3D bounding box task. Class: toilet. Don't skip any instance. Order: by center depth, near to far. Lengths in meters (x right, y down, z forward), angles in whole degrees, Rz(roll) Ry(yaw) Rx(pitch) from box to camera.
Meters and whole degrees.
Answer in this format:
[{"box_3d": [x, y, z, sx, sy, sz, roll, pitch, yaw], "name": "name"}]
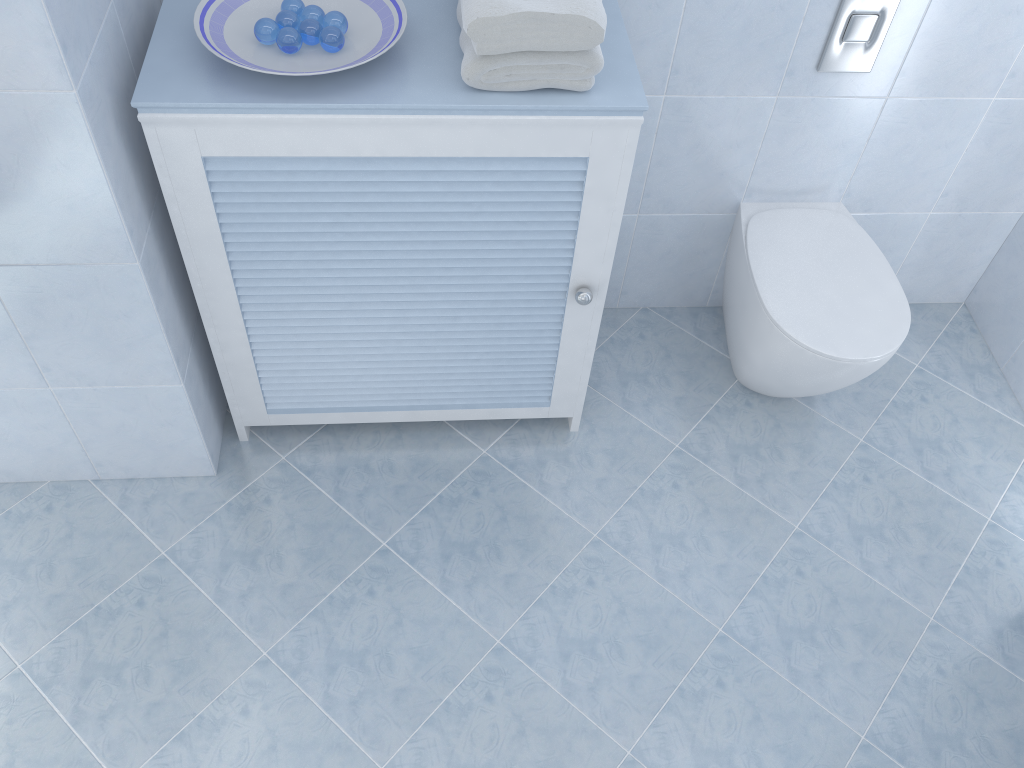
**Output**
[{"box_3d": [0.699, -0.135, 2.173, 0.337, 0.388, 0.519, -1, 52, -6], "name": "toilet"}]

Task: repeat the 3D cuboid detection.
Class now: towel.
[{"box_3d": [0.028, -0.656, 1.451, 0.227, 0.086, 0.324, -2, 52, -6], "name": "towel"}, {"box_3d": [0.020, -0.623, 1.515, 0.226, 0.083, 0.324, -2, 52, -6], "name": "towel"}]

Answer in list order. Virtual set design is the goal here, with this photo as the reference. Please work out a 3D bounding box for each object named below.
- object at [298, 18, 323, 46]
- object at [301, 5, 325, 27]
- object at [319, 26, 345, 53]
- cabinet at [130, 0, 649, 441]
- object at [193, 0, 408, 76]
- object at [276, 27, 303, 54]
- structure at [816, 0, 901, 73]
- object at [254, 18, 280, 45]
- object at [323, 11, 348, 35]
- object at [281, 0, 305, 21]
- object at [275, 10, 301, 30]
[{"box_3d": [-0.334, -0.584, 1.472, 0.042, 0.042, 0.042, 12, 52, 5], "name": "object"}, {"box_3d": [-0.336, -0.618, 1.499, 0.042, 0.042, 0.042, 12, 52, 5], "name": "object"}, {"box_3d": [-0.297, -0.567, 1.460, 0.042, 0.042, 0.042, 12, 52, 5], "name": "object"}, {"box_3d": [-0.225, -0.286, 1.872, 0.819, 0.921, 0.389, -1, 52, -6], "name": "cabinet"}, {"box_3d": [-0.347, -0.591, 1.481, 0.344, 0.054, 0.344, -23, 57, -21], "name": "object"}, {"box_3d": [-0.364, -0.562, 1.450, 0.042, 0.042, 0.042, 12, 52, 5], "name": "object"}, {"box_3d": [0.718, -0.734, 1.828, 0.120, 0.200, 0.010, -1, 52, -6], "name": "structure"}, {"box_3d": [-0.403, -0.581, 1.460, 0.042, 0.042, 0.042, 12, 52, 5], "name": "object"}, {"box_3d": [-0.296, -0.603, 1.487, 0.042, 0.042, 0.042, 12, 52, 5], "name": "object"}, {"box_3d": [-0.373, -0.638, 1.512, 0.042, 0.042, 0.042, 12, 52, 5], "name": "object"}, {"box_3d": [-0.375, -0.604, 1.485, 0.042, 0.042, 0.042, 12, 52, 5], "name": "object"}]
